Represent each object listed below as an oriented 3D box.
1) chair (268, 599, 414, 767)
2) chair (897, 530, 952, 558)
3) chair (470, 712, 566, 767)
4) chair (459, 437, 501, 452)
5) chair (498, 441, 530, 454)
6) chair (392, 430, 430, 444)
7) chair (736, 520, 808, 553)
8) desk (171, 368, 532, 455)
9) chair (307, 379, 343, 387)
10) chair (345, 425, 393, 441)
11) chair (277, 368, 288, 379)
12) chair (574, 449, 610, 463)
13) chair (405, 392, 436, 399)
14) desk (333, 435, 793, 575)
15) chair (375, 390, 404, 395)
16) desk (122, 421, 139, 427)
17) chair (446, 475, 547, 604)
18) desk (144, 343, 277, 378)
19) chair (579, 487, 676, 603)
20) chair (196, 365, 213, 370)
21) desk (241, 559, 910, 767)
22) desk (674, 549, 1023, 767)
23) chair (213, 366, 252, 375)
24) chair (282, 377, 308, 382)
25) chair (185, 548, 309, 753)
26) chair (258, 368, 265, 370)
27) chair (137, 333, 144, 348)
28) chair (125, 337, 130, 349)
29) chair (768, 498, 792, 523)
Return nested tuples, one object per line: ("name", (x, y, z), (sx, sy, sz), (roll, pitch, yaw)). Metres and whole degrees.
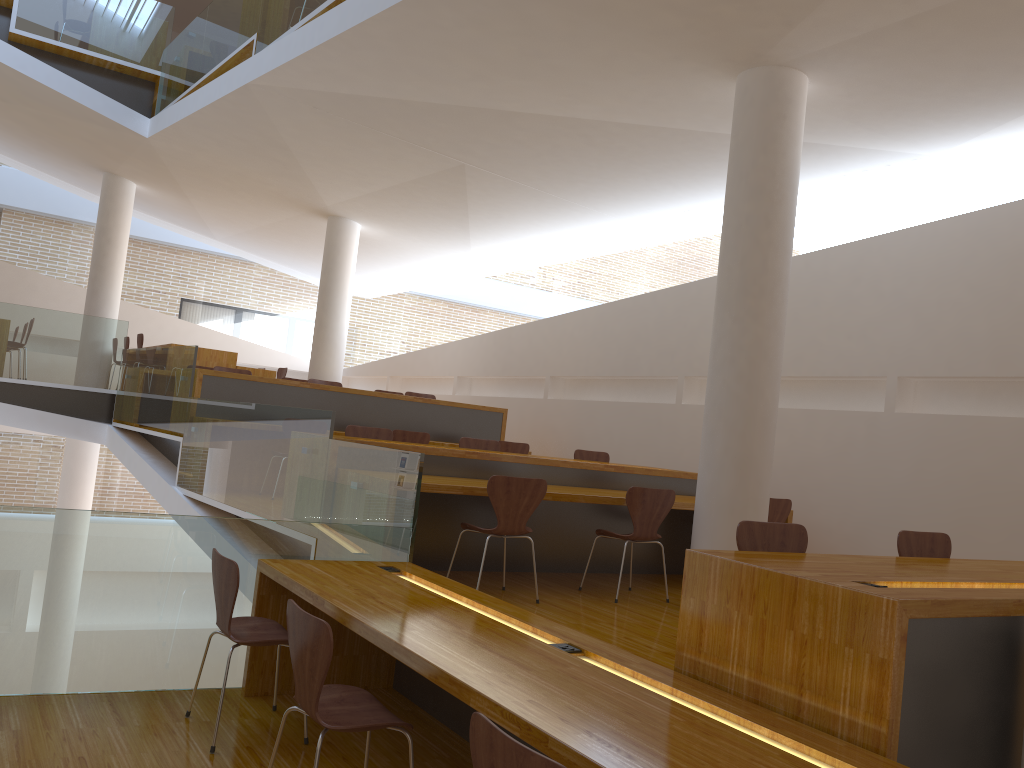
("chair", (-0.507, 1.042, 2.733), (0.381, 0.693, 0.428), (8, -4, -32))
("chair", (1.860, 0.993, 3.724), (0.428, 0.693, 0.381), (8, -4, -32))
("chair", (0.120, 1.056, 1.806), (0.381, 0.693, 0.428), (8, -4, -32))
("chair", (-0.205, 0.790, 7.050), (0.428, 0.693, 0.381), (8, -4, -32))
("chair", (-0.112, 0.906, 8.739), (0.428, 0.693, 0.381), (8, -4, -32))
("chair", (-1.031, 0.766, 8.115), (0.428, 0.693, 0.381), (8, -4, -32))
("chair", (1.045, 0.871, 3.210), (0.428, 0.693, 0.381), (8, -4, -32))
("desk", (-1.493, 0.571, 8.602), (3.216, 1.022, 1.248), (8, -4, -32))
("chair", (-1.919, 0.308, 9.209), (0.428, 0.693, 0.381), (8, -4, -32))
("chair", (-1.020, 0.669, 6.537), (0.428, 0.693, 0.381), (8, -4, -32))
("chair", (-3.193, 0.106, 11.565), (0.381, 0.693, 0.428), (8, -4, -32))
("chair", (0.755, 0.930, 7.609), (0.428, 0.693, 0.381), (8, -4, -32))
("chair", (-0.970, 0.446, 9.761), (0.428, 0.693, 0.381), (8, -4, -32))
("desk", (0.246, 0.917, 6.191), (3.243, 0.785, 1.527), (8, -4, -32))
("chair", (-1.564, 0.426, 10.524), (0.428, 0.693, 0.381), (8, -4, -32))
("desk", (-2.624, 0.337, 10.288), (3.356, 0.606, 0.760), (8, -4, -32))
("chair", (-0.086, 0.854, 5.009), (0.428, 0.693, 0.381), (8, -4, -32))
("desk", (-4.265, -0.023, 11.815), (1.247, 0.762, 3.194), (8, -4, -32))
("chair", (0.730, 0.976, 5.523), (0.428, 0.693, 0.381), (8, -4, -32))
("chair", (-3.299, 0.165, 9.387), (0.428, 0.693, 0.381), (8, -4, -32))
("desk", (-0.018, 1.152, 2.852), (0.760, 0.606, 3.185), (8, -4, -32))
("desk", (2.062, 1.031, 3.348), (3.185, 0.606, 0.760), (8, -4, -32))
("chair", (-2.734, 0.186, 8.695), (0.428, 0.693, 0.381), (8, -4, -32))
("chair", (-2.483, 0.287, 9.900), (0.428, 0.693, 0.381), (8, -4, -32))
("chair", (-1.024, 1.034, 3.555), (0.381, 0.693, 0.428), (8, -4, -32))
("chair", (-3.710, 0.099, 12.388), (0.381, 0.693, 0.428), (8, -4, -32))
("chair", (-4.259, -0.222, 10.476), (0.381, 0.693, 0.428), (8, -4, -32))
("chair", (-4.775, -0.230, 11.299), (0.381, 0.693, 0.428), (8, -4, -32))
("chair", (1.649, 1.115, 6.147), (0.428, 0.693, 0.381), (8, -4, -32))
